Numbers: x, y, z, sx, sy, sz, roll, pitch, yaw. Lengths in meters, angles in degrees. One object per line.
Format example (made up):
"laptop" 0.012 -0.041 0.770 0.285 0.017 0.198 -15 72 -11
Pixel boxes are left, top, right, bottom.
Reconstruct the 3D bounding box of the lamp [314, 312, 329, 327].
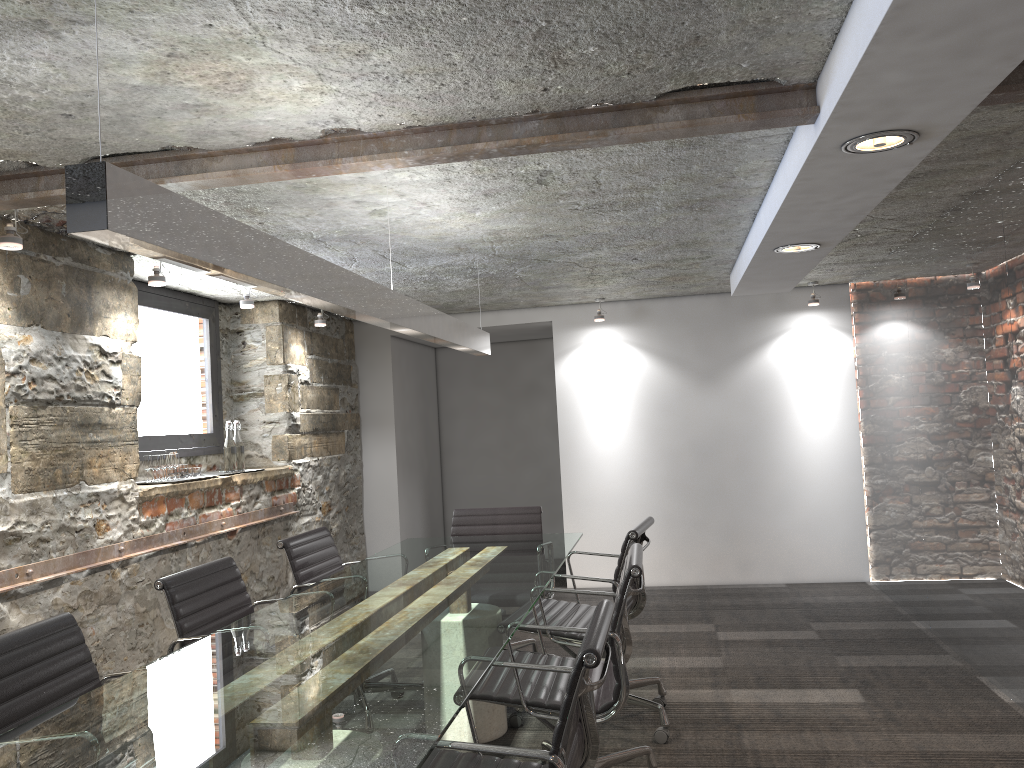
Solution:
"lamp" -1.270 -0.467 5.907 0.077 0.165 0.098 -5 -3 43

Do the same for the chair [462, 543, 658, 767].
"chair" 0.153 0.980 2.886 0.667 0.837 0.693 -3 -2 0

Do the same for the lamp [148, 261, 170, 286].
"lamp" -1.601 -0.529 4.023 0.077 0.165 0.098 -5 -3 43

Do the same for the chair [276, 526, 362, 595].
"chair" -0.642 1.066 3.901 0.667 0.837 0.693 -3 -2 1

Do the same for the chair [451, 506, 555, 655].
"chair" -0.107 1.057 4.361 0.693 0.837 0.667 -3 -2 2

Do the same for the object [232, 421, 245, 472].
"object" -1.598 0.364 5.165 0.073 0.300 0.073 -2 -3 -22

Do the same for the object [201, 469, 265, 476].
"object" -1.662 0.513 5.119 0.310 0.007 0.457 -4 -2 10

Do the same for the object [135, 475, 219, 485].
"object" -1.760 0.495 4.564 0.310 0.007 0.457 -4 -2 10

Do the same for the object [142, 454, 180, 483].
"object" -1.767 0.422 4.463 0.108 0.131 0.218 -3 -2 8

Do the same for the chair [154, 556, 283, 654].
"chair" -0.812 1.039 3.038 0.667 0.837 0.693 -3 -2 0

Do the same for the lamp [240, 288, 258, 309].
"lamp" -1.451 -0.501 4.880 0.077 0.165 0.098 -5 -3 43

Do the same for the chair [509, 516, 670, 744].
"chair" 0.296 1.007 3.720 0.667 0.837 0.693 -3 -2 8

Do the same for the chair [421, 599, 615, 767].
"chair" -0.056 0.952 1.969 0.667 0.837 0.693 -3 -2 1

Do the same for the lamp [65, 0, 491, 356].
"lamp" -0.431 -0.458 3.006 0.073 0.524 3.159 -4 -2 10

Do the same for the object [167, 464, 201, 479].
"object" -1.735 0.459 4.676 0.111 0.072 0.191 -4 -3 17

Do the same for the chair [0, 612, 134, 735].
"chair" -0.929 1.006 2.110 0.667 0.837 0.693 -3 -2 -3

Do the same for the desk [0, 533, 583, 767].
"desk" -0.344 1.073 2.942 0.909 0.711 3.154 -4 -2 10

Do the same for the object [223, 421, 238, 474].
"object" -1.614 0.361 5.073 0.073 0.300 0.073 -2 -3 -21

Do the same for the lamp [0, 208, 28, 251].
"lamp" -1.758 -0.559 3.129 0.077 0.165 0.098 -5 -3 43
